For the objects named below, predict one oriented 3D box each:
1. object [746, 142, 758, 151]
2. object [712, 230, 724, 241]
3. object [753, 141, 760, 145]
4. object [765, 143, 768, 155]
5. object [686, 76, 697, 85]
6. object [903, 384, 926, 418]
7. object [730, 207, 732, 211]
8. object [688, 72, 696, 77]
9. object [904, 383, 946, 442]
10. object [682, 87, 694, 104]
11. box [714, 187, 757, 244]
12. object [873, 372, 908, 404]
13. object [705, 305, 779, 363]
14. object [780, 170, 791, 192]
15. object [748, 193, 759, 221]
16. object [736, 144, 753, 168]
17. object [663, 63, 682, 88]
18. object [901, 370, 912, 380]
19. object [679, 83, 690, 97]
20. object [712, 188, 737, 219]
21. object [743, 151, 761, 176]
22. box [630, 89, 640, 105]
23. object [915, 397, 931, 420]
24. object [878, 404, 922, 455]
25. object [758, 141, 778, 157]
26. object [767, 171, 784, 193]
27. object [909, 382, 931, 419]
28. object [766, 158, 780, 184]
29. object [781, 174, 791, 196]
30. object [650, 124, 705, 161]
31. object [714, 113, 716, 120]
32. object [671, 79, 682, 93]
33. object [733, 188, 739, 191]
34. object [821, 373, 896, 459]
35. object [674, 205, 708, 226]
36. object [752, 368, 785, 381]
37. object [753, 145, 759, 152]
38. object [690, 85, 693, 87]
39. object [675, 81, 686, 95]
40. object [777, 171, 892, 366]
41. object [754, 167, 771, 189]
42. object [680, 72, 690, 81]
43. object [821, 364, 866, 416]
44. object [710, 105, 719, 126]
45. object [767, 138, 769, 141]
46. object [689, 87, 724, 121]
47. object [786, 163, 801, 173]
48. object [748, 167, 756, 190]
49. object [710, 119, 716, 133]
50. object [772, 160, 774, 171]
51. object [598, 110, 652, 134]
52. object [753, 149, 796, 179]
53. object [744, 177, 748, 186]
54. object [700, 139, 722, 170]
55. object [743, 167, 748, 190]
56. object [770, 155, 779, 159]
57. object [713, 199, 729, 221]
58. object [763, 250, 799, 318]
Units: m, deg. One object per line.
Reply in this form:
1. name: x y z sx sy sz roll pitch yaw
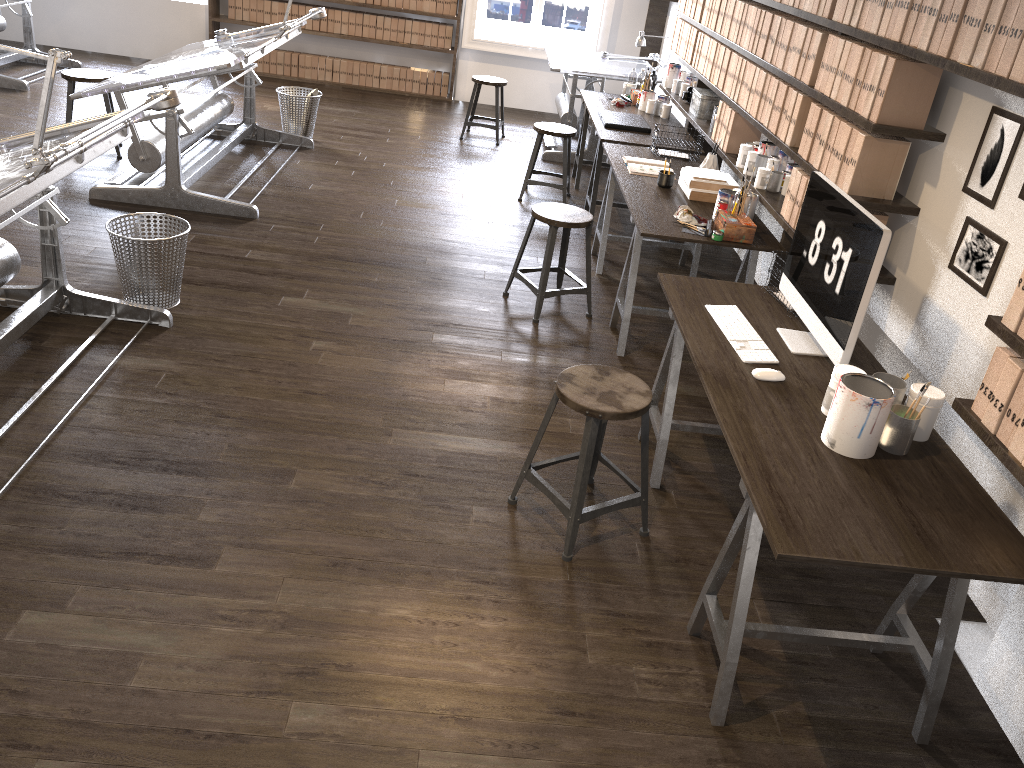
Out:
1. object: 1.262 -1.217 4.704 0.064 0.116 0.063 27 32 32
2. object: 0.908 -0.654 3.907 0.049 0.037 0.050 8 27 -1
3. object: 1.309 -1.235 4.749 0.062 0.117 0.062 27 32 32
4. object: 1.291 -1.144 4.523 0.030 0.165 0.004 17 27 16
5. object: 1.334 -2.217 6.592 0.094 0.125 0.096 21 29 23
6. object: 1.077 0.080 2.414 0.055 0.176 0.007 -2 28 -21
7. object: 1.037 -0.773 4.118 0.059 0.087 0.061 9 27 0
8. object: 1.355 -2.295 6.723 0.071 0.126 0.072 -17 36 -41
9. object: 1.151 0.081 2.498 0.095 0.141 0.096 14 27 11
10. object: 1.250 -2.048 6.261 0.091 0.106 0.174 7 27 -4
11. box: 1.009 -0.766 3.961 0.137 0.203 0.216 7 27 -4
12. object: 1.056 0.052 2.527 0.096 0.140 0.098 14 27 11
13. object: 0.772 -0.175 3.003 0.118 0.017 0.448 4 28 -8
14. object: 1.320 -0.981 4.297 0.045 0.100 0.045 3 27 -12
15. object: 1.120 -0.848 4.241 0.094 0.125 0.097 5 27 -7
16. object: 1.219 -1.196 4.652 0.062 0.117 0.062 -15 35 -39
17. object: 1.224 -2.350 6.753 0.107 0.173 0.109 7 27 -2
18. object: 1.107 0.004 2.636 0.092 0.139 0.098 -3 29 -22
19. object: 1.260 -2.144 6.462 0.062 0.092 0.063 0 28 -17
20. object: 1.015 -0.842 4.188 0.104 0.139 0.107 10 27 3
21. object: 1.224 -1.126 4.522 0.062 0.117 0.063 -9 32 -32
22. box: 0.974 -2.171 6.714 0.137 0.081 0.216 6 28 -4
23. object: 1.086 0.106 2.395 0.054 0.154 0.007 -1 28 -19
24. object: 1.054 0.128 2.415 0.083 0.120 0.084 -5 30 -26
25. object: 1.314 -1.170 4.595 0.094 0.158 0.097 5 27 -7
26. object: 1.269 -0.973 4.270 0.063 0.093 0.064 22 29 24
27. object: 1.091 0.083 2.413 0.045 0.200 0.007 -2 28 -21
28. object: 1.293 -1.061 4.420 0.062 0.117 0.063 -9 32 -32
29. object: 1.330 -0.950 4.243 0.062 0.094 0.062 22 29 24
30. object: 0.980 -1.429 5.255 0.284 0.157 0.208 7 27 -4
31. object: 1.233 -1.596 5.402 0.004 0.101 0.036 5 26 -8
32. object: 1.222 -2.212 6.578 0.062 0.092 0.063 0 28 -17
33. object: 1.115 -0.916 4.393 0.062 0.092 0.062 27 32 32
34. object: 0.928 0.088 2.381 0.145 0.192 0.146 -7 31 -28
35. object: 0.823 -0.783 4.119 0.132 0.049 0.200 -9 32 -29
36. object: 0.790 -0.030 2.720 0.106 0.028 0.060 5 28 -7
37. object: 1.281 -1.190 4.656 0.044 0.125 0.046 7 26 -4
38. object: 1.320 -2.157 6.525 0.054 0.078 0.055 19 29 20
39. object: 1.237 -2.177 6.517 0.063 0.091 0.064 0 28 -17
40. object: 1.056 -0.357 2.898 0.204 0.507 0.657 7 27 -4
41. object: 1.216 -0.999 4.303 0.062 0.094 0.062 22 29 24
42. object: 1.296 -2.277 6.672 0.071 0.128 0.071 25 31 30
43. object: 0.953 0.027 2.544 0.095 0.141 0.096 19 28 19
44. object: 1.316 -1.720 5.496 0.156 0.266 0.185 -1 28 -18
45. object: 1.338 -1.223 4.682 0.009 0.165 0.041 8 26 -1
46. object: 1.295 -1.850 5.860 0.193 0.149 0.323 6 28 -4
47. object: 1.377 -1.005 4.332 0.095 0.127 0.096 1 28 -15
48. object: 1.049 -0.858 3.948 0.020 0.223 0.007 21 29 24
49. object: 1.304 -1.561 5.390 0.181 0.091 0.063 13 27 9
50. object: 1.272 -1.028 4.330 0.029 0.132 0.004 5 26 -8
51. object: 0.755 -1.770 5.965 0.312 0.033 0.455 6 28 -4
52. object: 1.327 -1.106 4.480 0.205 0.158 0.096 7 27 -2
53. object: 1.021 -0.840 3.957 0.022 0.176 0.006 15 27 13
54. object: 1.109 -1.257 4.919 0.103 0.205 0.102 29 33 36
55. object: 1.033 -0.861 3.967 0.007 0.210 0.056 10 26 2
56. object: 1.311 -1.088 4.474 0.045 0.125 0.045 15 27 12
57. object: 0.975 -0.802 4.131 0.049 0.109 0.050 8 26 -1
58. object: 1.089 -0.369 3.300 0.203 0.157 0.290 3 28 -11
